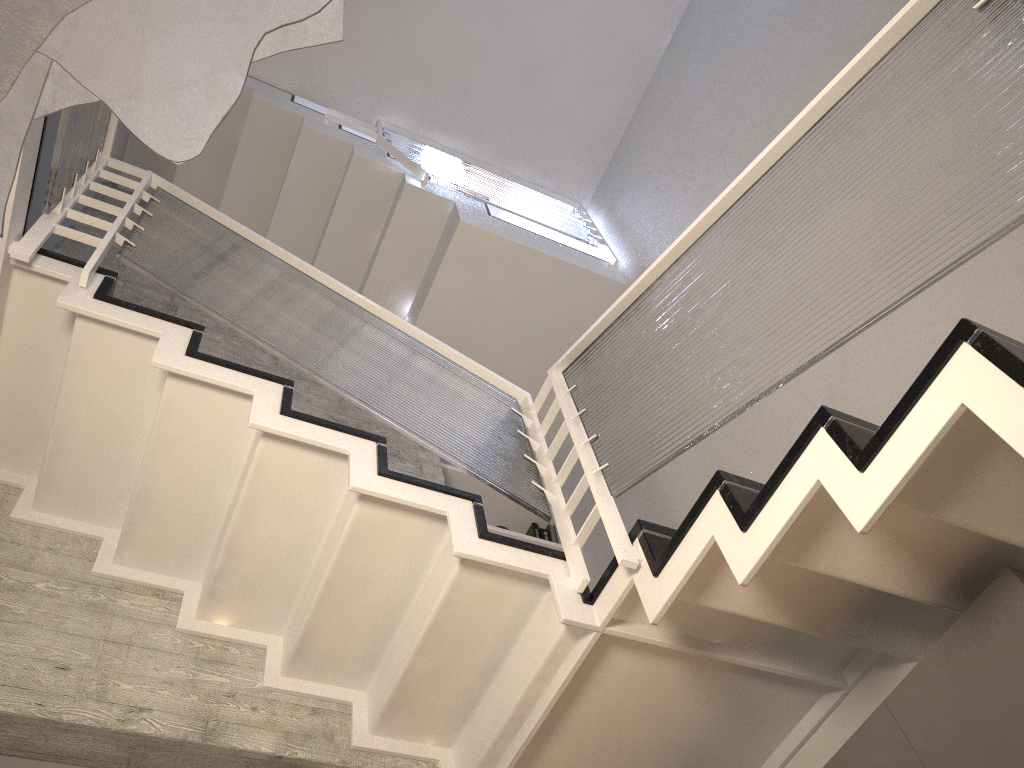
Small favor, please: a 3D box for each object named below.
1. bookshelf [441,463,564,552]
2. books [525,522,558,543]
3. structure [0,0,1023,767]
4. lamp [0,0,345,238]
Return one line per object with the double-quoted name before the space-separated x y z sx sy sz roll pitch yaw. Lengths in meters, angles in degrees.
"bookshelf" -0.156 0.952 4.459 0.978 1.080 0.451 18 -64 -20
"books" 0.141 0.972 4.869 0.160 0.373 0.271 18 -64 -19
"structure" -0.866 -0.855 3.040 4.256 8.109 8.623 17 -63 -19
"lamp" -0.856 -1.757 2.349 1.119 5.086 1.086 8 -61 -14
